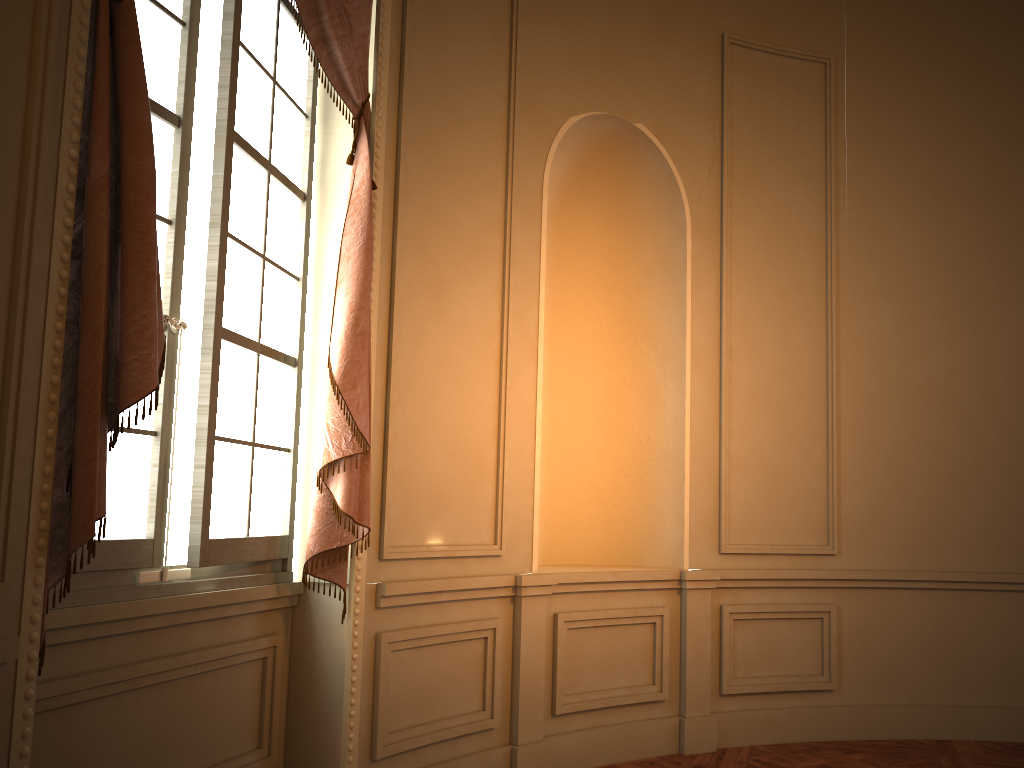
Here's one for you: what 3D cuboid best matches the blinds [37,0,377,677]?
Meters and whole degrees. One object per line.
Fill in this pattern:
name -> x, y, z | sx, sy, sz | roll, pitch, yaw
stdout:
blinds -> -0.723, -0.726, 2.636 | 0.282, 2.966, 1.356 | 0, -6, 19

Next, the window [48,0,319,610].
window -> -0.939, -0.789, 2.702 | 0.151, 2.827, 1.333 | 0, -6, 20
